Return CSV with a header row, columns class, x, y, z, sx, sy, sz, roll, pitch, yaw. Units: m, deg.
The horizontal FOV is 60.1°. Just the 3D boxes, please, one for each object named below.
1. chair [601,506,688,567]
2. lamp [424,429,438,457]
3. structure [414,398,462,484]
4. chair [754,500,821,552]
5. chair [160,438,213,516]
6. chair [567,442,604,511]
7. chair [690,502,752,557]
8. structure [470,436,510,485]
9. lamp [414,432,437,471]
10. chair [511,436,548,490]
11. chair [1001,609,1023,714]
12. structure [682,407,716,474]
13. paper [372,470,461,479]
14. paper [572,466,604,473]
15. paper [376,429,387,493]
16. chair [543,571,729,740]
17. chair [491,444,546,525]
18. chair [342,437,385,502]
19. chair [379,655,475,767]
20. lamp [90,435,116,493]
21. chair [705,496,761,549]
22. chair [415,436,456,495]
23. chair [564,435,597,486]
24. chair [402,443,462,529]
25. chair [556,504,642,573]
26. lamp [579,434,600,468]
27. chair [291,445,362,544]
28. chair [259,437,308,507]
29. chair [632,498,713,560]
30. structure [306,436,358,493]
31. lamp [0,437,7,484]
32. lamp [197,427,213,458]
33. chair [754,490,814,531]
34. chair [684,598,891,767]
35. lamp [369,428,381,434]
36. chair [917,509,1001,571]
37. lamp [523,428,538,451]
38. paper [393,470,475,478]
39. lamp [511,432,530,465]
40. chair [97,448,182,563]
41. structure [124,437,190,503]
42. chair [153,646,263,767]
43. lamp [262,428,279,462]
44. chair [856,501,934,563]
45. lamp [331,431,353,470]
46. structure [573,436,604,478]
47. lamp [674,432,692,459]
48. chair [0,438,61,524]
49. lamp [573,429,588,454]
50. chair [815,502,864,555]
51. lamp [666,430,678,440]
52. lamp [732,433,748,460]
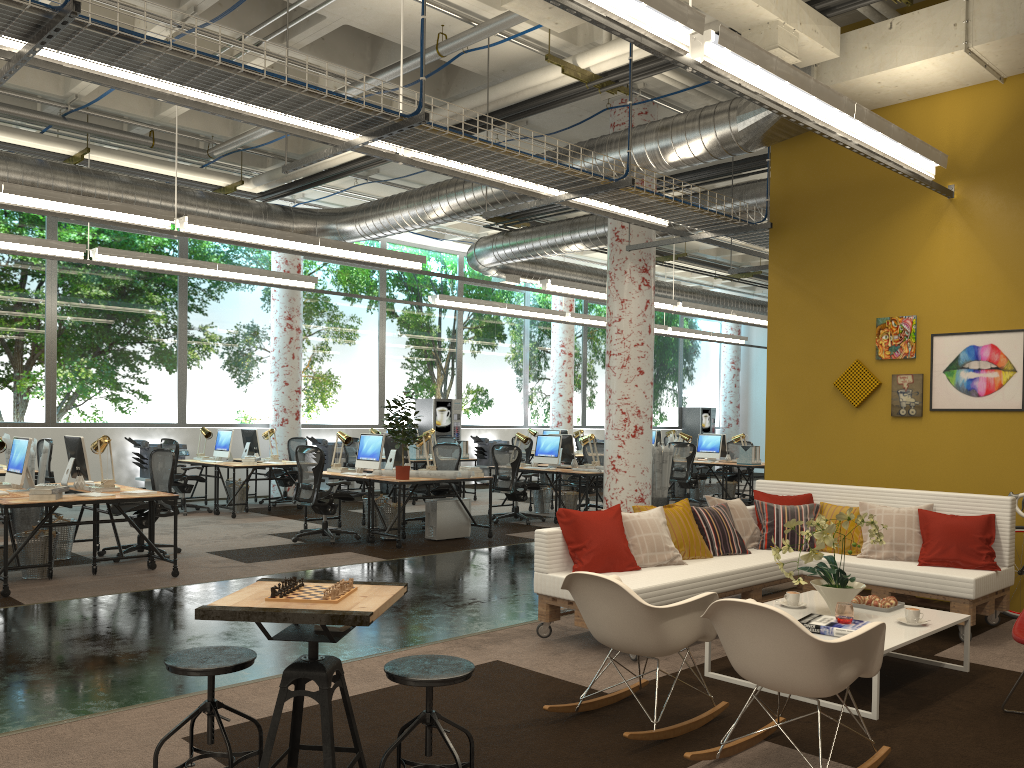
class,x,y,z,sx,sy,sz,roll,pitch,yaw
chair,0.914,1.067,6.125,0.525,0.401,0.331,1,-1,-25
lamp,-1.401,1.095,15.606,0.219,0.611,0.527,1,0,-25
structure,-1.513,1.211,18.087,0.750,1.811,0.638,0,1,-44
chair,2.171,1.129,6.972,0.516,0.392,0.358,1,-1,15
chair,-4.789,1.325,12.846,0.770,1.086,0.792,1,0,30
chair,1.212,1.449,13.764,0.770,1.086,0.792,1,0,30
chair,1.526,1.112,6.676,0.523,0.408,0.341,1,-1,-28
structure,-0.411,1.645,19.168,1.058,1.058,0.503,1,0,-44
lamp,-1.024,0.892,10.720,0.209,0.611,0.527,1,0,-25
chair,0.316,1.590,17.796,0.770,1.086,0.792,1,0,30
chair,2.684,1.237,4.114,0.636,0.812,0.834,1,-1,20
structure,5.190,1.559,24.584,0.750,1.811,0.638,0,1,-44
paper,-1.114,1.028,10.142,1.134,0.082,0.083,0,-1,21
paper,1.201,1.185,12.306,0.568,0.061,0.626,-1,-3,43
paper,-2.365,1.450,16.735,0.440,1.199,0.412,1,1,24
chair,0.611,1.246,4.265,0.794,0.754,0.614,2,-1,-44
chair,0.038,1.378,12.367,0.770,1.086,0.792,1,0,30
chair,-2.546,1.442,15.021,0.770,1.086,0.792,1,0,30
chair,-0.318,1.323,3.380,0.346,0.497,0.337,1,0,5
lamp,-3.722,0.773,8.063,0.219,0.611,0.527,1,0,-25
chair,1.774,1.099,7.013,0.546,0.438,0.334,2,-1,-39
chair,-1.372,1.512,16.418,0.770,1.086,0.792,1,0,30
chair,1.490,1.661,19.193,0.770,1.086,0.792,1,0,30
chair,-0.990,1.310,11.534,0.770,1.086,0.792,1,0,30
chair,0.560,1.030,5.843,0.534,0.445,0.301,1,0,-28
lamp,1.178,1.032,12.950,0.209,0.611,0.527,1,0,-25
chair,-2.165,1.239,10.138,0.770,1.086,0.792,1,0,30
chair,-3.615,1.396,14.243,0.770,1.086,0.792,1,0,30
chair,1.167,1.064,6.412,0.546,0.438,0.316,1,0,-32
structure,-3.273,1.497,16.393,1.058,1.058,0.503,1,0,-44
lamp,-4.827,0.765,8.279,0.219,0.611,0.527,1,0,-25
lamp,-4.749,0.971,13.647,0.219,0.611,0.527,1,0,-25
chair,2.234,1.102,7.260,0.534,0.437,0.287,1,0,18
chair,1.164,1.233,3.695,0.794,0.754,0.614,2,-1,-44
lamp,-2.501,1.087,15.824,0.209,0.611,0.527,1,0,-25
chair,3.138,1.103,6.236,0.519,0.395,0.335,0,-1,24
lamp,0.356,1.236,18.597,0.219,0.611,0.527,1,0,-25
paper,-0.993,1.034,10.258,1.134,0.082,0.083,0,-1,11
lamp,0.083,1.024,13.170,0.209,0.611,0.527,1,0,-25
chair,-3.693,1.190,8.875,0.770,1.086,0.792,1,0,30
structure,-5.596,1.376,14.137,1.058,1.058,0.503,1,0,-44
chair,-1.181,1.314,3.469,0.346,0.497,0.337,1,0,5
lamp,-3.649,0.979,13.429,0.209,0.611,0.527,1,0,-25
chair,2.829,1.091,6.532,0.526,0.428,0.312,0,0,24
lamp,-2.124,0.884,10.938,0.219,0.611,0.527,1,0,-25
structure,1.921,1.766,21.429,1.058,1.058,0.503,1,0,-44
lamp,3.004,1.171,15.867,0.219,0.611,0.527,1,0,-25
chair,-6.332,1.255,11.609,0.770,1.086,0.792,1,0,30
lamp,1.461,1.244,18.381,0.219,0.611,0.527,1,0,-25
chair,2.552,1.130,6.833,0.521,0.381,0.366,0,-1,42
lamp,3.793,1.365,20.642,0.219,0.611,0.527,1,0,-25
lamp,4.109,1.179,15.651,0.219,0.611,0.527,1,0,-25
